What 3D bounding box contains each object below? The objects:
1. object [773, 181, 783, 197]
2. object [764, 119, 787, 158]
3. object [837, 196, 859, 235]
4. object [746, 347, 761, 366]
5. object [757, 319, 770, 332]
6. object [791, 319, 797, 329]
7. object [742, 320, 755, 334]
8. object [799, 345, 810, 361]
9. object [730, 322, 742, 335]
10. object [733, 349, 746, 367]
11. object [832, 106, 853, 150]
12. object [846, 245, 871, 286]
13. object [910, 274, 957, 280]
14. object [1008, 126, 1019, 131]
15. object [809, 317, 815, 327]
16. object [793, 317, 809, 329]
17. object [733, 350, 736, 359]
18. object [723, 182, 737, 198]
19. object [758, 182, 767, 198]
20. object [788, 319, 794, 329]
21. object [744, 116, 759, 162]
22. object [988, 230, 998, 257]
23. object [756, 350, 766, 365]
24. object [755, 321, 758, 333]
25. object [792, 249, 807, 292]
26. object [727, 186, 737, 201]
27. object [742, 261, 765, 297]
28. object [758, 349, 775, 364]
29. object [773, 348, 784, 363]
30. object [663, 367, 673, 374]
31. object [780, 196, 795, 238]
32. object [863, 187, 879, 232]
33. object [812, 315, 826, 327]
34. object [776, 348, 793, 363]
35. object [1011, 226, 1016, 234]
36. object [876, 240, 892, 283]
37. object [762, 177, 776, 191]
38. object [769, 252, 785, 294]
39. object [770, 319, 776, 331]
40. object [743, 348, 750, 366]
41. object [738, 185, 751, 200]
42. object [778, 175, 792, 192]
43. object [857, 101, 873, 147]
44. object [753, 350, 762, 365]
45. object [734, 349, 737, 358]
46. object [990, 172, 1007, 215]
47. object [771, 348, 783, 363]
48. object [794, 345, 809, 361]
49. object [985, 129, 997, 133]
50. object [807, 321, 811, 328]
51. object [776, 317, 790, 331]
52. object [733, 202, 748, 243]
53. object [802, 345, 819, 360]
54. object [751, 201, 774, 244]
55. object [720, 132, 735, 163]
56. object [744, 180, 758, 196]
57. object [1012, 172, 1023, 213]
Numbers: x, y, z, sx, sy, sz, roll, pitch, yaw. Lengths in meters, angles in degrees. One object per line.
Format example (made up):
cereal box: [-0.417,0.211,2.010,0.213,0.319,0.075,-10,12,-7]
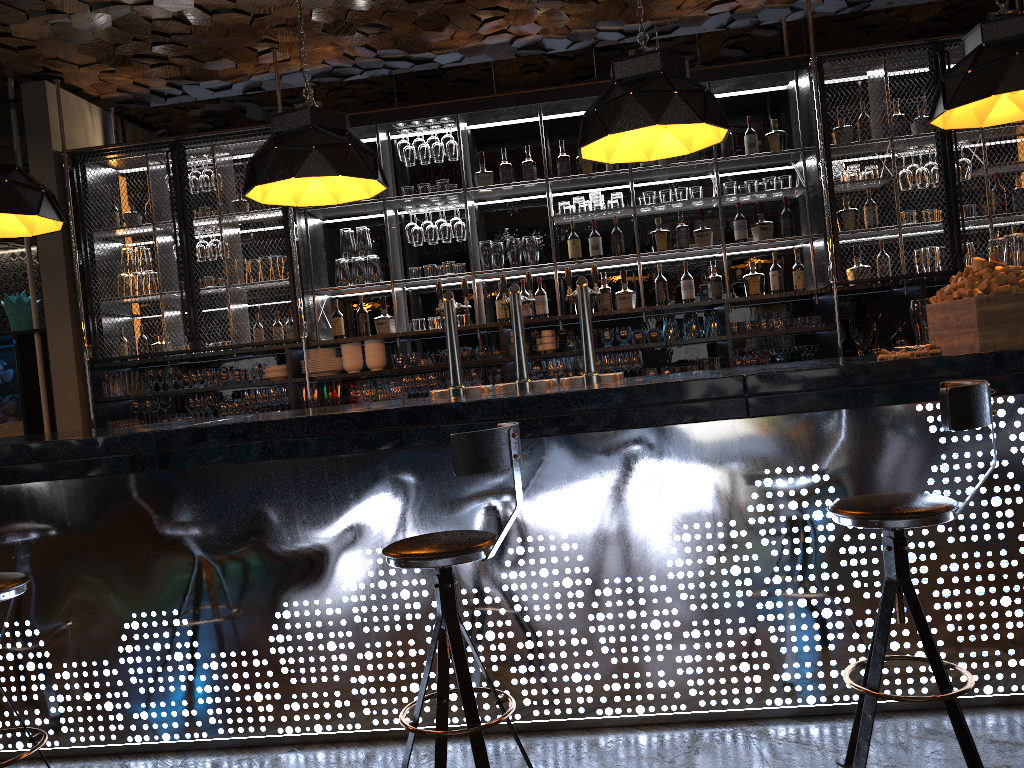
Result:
object: [1.819,-1.342,6.093,0.089,0.092,0.089,-7,1,-45]
object: [1.781,-1.659,5.987,0.151,0.248,0.094,-5,1,35]
object: [2.253,-1.131,5.953,0.151,0.248,0.094,-5,1,15]
object: [1.605,-0.154,5.891,0.089,0.174,0.089,-6,1,-33]
object: [1.657,-0.383,5.835,0.084,0.082,0.084,-5,1,24]
object: [1.922,-0.405,5.943,0.088,0.070,0.098,-5,1,29]
object: [1.560,-0.374,5.847,0.084,0.082,0.084,-5,1,7]
object: [1.979,-0.181,5.935,0.107,0.152,0.107,-5,1,20]
object: [1.480,-0.366,5.858,0.084,0.082,0.084,-6,1,-2]
object: [1.493,-0.142,5.843,0.089,0.174,0.089,-6,1,-33]
object: [2.205,-1.715,5.929,0.123,0.279,0.123,-5,1,15]
object: [2.319,-0.788,5.942,0.123,0.279,0.123,-6,1,-5]
object: [2.874,-0.710,5.847,0.437,0.019,0.273,-5,1,6]
object: [3.296,-1.832,5.856,0.086,0.298,0.086,-6,1,-30]
object: [2.013,-0.413,5.884,0.098,0.070,0.088,-5,1,33]
object: [1.910,-0.403,5.846,0.088,0.070,0.098,-5,1,41]
object: [1.512,-0.147,6.032,0.089,0.174,0.089,-6,1,-33]
object: [1.468,-1.306,5.967,0.089,0.092,0.089,-6,1,-8]
object: [1.709,-1.331,6.092,0.089,0.092,0.089,-6,1,-8]
object: [1.935,-0.408,6.042,0.088,0.070,0.098,-6,1,-10]
object: [1.624,-1.671,6.034,0.086,0.298,0.086,-6,1,-35]
object: [3.205,-0.876,5.864,0.083,0.282,0.083,-6,1,-9]
object: [1.705,-0.153,5.984,0.106,0.148,0.106,-5,1,38]
object: [1.674,-0.388,6.029,0.084,0.082,0.084,-6,1,3]
object: [1.937,-0.760,5.995,0.080,0.299,0.080,-5,1,8]
object: [1.506,-1.312,6.103,0.089,0.092,0.089,-6,1,-40]
object: [1.643,-0.707,6.026,0.151,0.248,0.094,-5,1,15]
object: [1.691,-0.149,5.868,0.106,0.148,0.106,-5,1,24]
object: [1.818,-0.164,5.974,0.106,0.148,0.106,-5,1,35]
object: [1.039,-0.060,5.905,0.067,0.099,0.067,-6,1,-22]
object: [1.859,-1.120,5.997,0.086,0.299,0.086,-6,1,-35]
object: [2.404,-1.171,5.951,0.086,0.298,0.086,-6,1,-35]
object: [2.006,-0.411,5.786,0.088,0.070,0.098,-5,1,16]
object: [1.807,-0.161,5.858,0.106,0.148,0.106,-5,1,16]
object: [3.330,-0.895,5.864,0.086,0.298,0.086,-6,1,-35]
object: [2.487,-0.815,5.942,0.086,0.299,0.086,-6,1,-35]
object: [1.725,-1.330,5.932,0.089,0.092,0.089,-7,1,-45]
object: [1.794,-0.747,6.024,0.086,0.298,0.086,-6,1,-35]
object: [1.767,-0.396,5.923,0.084,0.082,0.084,-5,1,12]
object: [1.593,-0.154,5.991,0.089,0.174,0.089,-6,1,-33]
object: [1.608,-1.322,6.127,0.089,0.092,0.089,-6,1,-8]
object: [1.825,-1.340,5.927,0.089,0.092,0.089,-6,1,-8]
object: [2.355,-1.740,5.930,0.086,0.297,0.086,-6,1,-35]
object: [1.714,-0.156,6.101,0.106,0.148,0.106,-5,1,25]
object: [1.513,-0.146,5.937,0.089,0.174,0.089,-6,1,-33]
object: [3.209,-1.250,5.856,0.086,0.299,0.086,-6,1,-35]
object: [1.828,-0.167,6.088,0.106,0.148,0.106,-5,1,45]
object: [1.988,-0.184,6.064,0.107,0.152,0.107,-5,1,12]
object: [3.156,-1.809,5.844,0.083,0.282,0.083,-5,1,21]
object: [2.023,-0.416,5.986,0.098,0.070,0.088,-6,1,-38]
object: [1.775,-0.395,5.823,0.084,0.082,0.084,-6,1,-12]
object: [1.552,-1.090,6.034,0.086,0.298,0.086,-6,1,-35]
object: [1.968,-0.178,5.818,0.107,0.152,0.107,-5,1,32]
object: [1.690,-1.092,5.998,0.123,0.279,0.123,-6,1,-5]
object: [1.458,-1.655,6.023,0.086,0.299,0.086,-6,1,-35]
object: [1.614,-1.320,5.982,0.089,0.092,0.089,-6,1,5]
object: [3.345,-1.254,5.839,0.083,0.282,0.083,-5,1,16]
